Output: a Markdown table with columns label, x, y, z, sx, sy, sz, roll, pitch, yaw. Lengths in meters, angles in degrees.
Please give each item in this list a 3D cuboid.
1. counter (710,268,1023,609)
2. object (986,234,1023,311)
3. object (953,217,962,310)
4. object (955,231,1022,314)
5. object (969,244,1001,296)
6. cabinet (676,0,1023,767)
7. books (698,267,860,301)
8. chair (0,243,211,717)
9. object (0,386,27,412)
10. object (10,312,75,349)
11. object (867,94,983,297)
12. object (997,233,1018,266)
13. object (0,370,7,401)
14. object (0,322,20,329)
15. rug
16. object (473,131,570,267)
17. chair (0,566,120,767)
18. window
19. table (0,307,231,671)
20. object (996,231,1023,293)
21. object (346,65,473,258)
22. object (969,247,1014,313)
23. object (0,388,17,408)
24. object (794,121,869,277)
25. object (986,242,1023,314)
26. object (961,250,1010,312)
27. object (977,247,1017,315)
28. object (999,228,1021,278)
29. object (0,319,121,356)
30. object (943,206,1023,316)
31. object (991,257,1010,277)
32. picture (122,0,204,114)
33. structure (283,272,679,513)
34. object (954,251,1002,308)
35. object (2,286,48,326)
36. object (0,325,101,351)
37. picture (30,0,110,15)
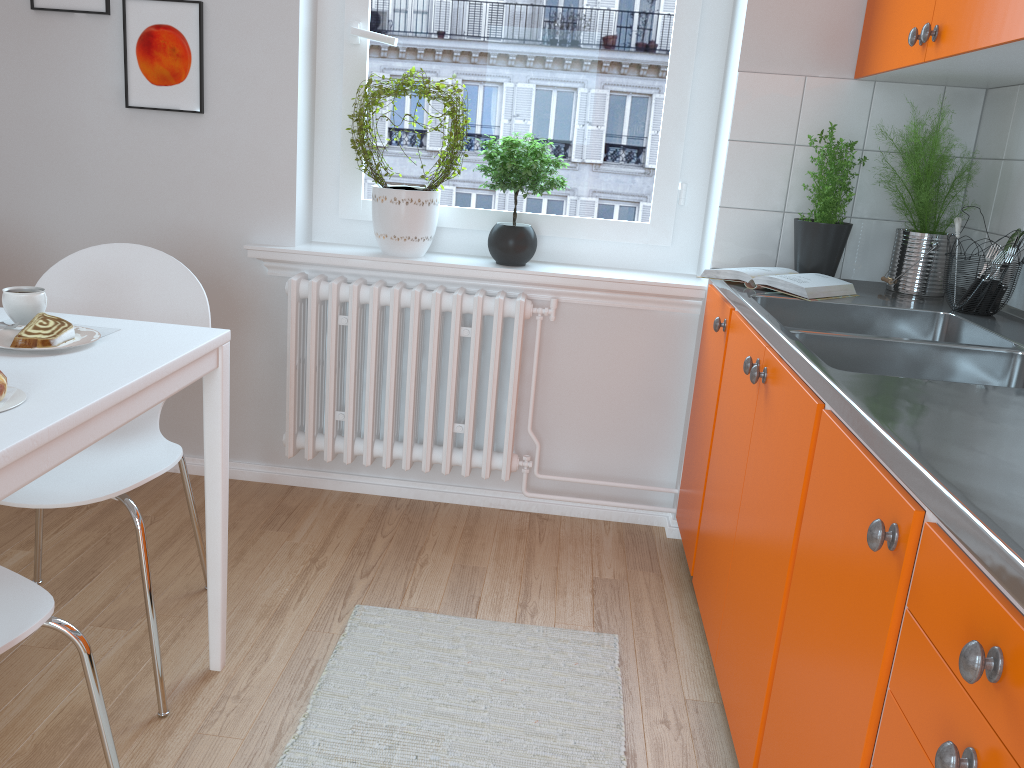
| label | x | y | z | sx | sy | sz | roll | pitch | yaw |
| --- | --- | --- | --- | --- | --- | --- | --- | --- | --- |
| counter | 0.800 | 0.138 | 1.096 | 0.679 | 0.132 | 3.117 | 5 | 15 | 3 |
| object | 1.139 | -0.254 | 2.058 | 0.024 | 0.197 | 0.075 | 0 | 16 | -18 |
| object | 1.078 | -0.294 | 2.155 | 0.018 | 0.218 | 0.099 | 6 | 15 | 3 |
| object | 1.143 | -0.263 | 2.088 | 0.132 | 0.199 | 0.076 | 1 | 16 | -15 |
| object | 1.139 | -0.261 | 2.154 | 0.069 | 0.162 | 0.021 | -3 | 17 | -26 |
| cabinet | 0.811 | -0.205 | 1.005 | 0.703 | 2.343 | 3.119 | 6 | 15 | 3 |
| books | 0.692 | -0.272 | 2.310 | 0.228 | 0.040 | 0.348 | -9 | 20 | -39 |
| chair | -0.945 | 0.160 | 1.975 | 0.503 | 0.869 | 0.649 | 3 | 15 | -6 |
| object | -0.777 | 0.024 | 1.247 | 0.164 | 0.005 | 0.169 | -10 | 21 | -42 |
| object | -0.831 | -0.094 | 1.581 | 0.074 | 0.043 | 0.128 | 3 | 15 | -4 |
| object | 1.070 | -0.488 | 2.303 | 0.282 | 0.510 | 0.327 | 5 | 15 | -1 |
| object | 1.156 | -0.267 | 2.120 | 0.087 | 0.192 | 0.025 | -4 | 17 | -28 |
| object | -0.769 | -0.007 | 1.253 | 0.131 | 0.059 | 0.070 | 6 | 15 | 4 |
| object | -0.937 | -0.113 | 1.649 | 0.027 | 0.027 | 0.132 | -6 | 19 | -35 |
| rug | -0.129 | 0.815 | 1.444 | 0.678 | 0.009 | 1.680 | 5 | 15 | 3 |
| object | 0.018 | -0.576 | 2.754 | 0.268 | 0.406 | 0.314 | -6 | 18 | -35 |
| chair | -0.942 | 0.375 | 1.197 | 0.511 | 0.869 | 0.638 | 13 | 17 | 28 |
| window | 0.040 | -1.340 | 2.667 | 1.284 | 1.925 | 0.110 | 6 | 15 | 5 |
| table | -1.265 | 0.305 | 1.546 | 1.276 | 0.769 | 0.834 | 6 | 15 | 4 |
| object | 1.168 | -0.263 | 2.098 | 0.074 | 0.198 | 0.023 | -4 | 17 | -30 |
| object | -0.325 | -0.688 | 2.754 | 0.382 | 0.572 | 0.219 | 1 | 16 | -15 |
| object | 1.126 | -0.241 | 2.077 | 0.071 | 0.163 | 0.020 | 7 | 15 | 8 |
| object | -0.774 | 0.023 | 1.243 | 0.121 | 0.005 | 0.121 | 0 | 16 | -15 |
| object | 0.851 | -0.483 | 2.391 | 0.158 | 0.431 | 0.189 | 13 | 17 | 27 |
| object | 1.157 | -0.250 | 2.064 | 0.060 | 0.189 | 0.017 | 12 | 16 | 24 |
| object | 1.100 | -0.238 | 2.064 | 0.020 | 0.157 | 0.080 | -3 | 17 | -28 |
| object | 1.120 | -0.237 | 2.053 | 0.020 | 0.165 | 0.055 | -1 | 16 | -19 |
| object | 1.173 | -0.272 | 2.125 | 0.054 | 0.202 | 0.025 | 2 | 15 | -12 |
| object | -0.882 | -0.089 | 1.626 | 0.228 | 0.003 | 0.228 | 5 | 15 | 4 |
| object | 1.119 | -0.285 | 2.089 | 0.171 | 0.243 | 0.333 | 0 | 16 | -18 |
| object | 1.139 | -0.246 | 2.115 | 0.085 | 0.152 | 0.020 | 8 | 15 | 11 |
| picture | -1.060 | -0.999 | 2.697 | 0.246 | 0.321 | 0.017 | 6 | 15 | 5 |
| structure | 0.098 | 0.042 | 2.813 | 1.659 | 0.659 | 0.206 | 6 | 15 | 5 |
| object | 1.126 | -0.250 | 2.139 | 0.108 | 0.146 | 0.019 | 1 | 15 | -14 |
| object | -0.924 | -0.145 | 1.689 | 0.082 | 0.070 | 0.077 | -7 | 19 | -35 |
| object | -0.841 | -0.080 | 1.588 | 0.192 | 0.012 | 0.192 | 5 | 15 | 1 |
| picture | -1.328 | -1.284 | 2.652 | 0.246 | 0.321 | 0.017 | 6 | 15 | 5 |
